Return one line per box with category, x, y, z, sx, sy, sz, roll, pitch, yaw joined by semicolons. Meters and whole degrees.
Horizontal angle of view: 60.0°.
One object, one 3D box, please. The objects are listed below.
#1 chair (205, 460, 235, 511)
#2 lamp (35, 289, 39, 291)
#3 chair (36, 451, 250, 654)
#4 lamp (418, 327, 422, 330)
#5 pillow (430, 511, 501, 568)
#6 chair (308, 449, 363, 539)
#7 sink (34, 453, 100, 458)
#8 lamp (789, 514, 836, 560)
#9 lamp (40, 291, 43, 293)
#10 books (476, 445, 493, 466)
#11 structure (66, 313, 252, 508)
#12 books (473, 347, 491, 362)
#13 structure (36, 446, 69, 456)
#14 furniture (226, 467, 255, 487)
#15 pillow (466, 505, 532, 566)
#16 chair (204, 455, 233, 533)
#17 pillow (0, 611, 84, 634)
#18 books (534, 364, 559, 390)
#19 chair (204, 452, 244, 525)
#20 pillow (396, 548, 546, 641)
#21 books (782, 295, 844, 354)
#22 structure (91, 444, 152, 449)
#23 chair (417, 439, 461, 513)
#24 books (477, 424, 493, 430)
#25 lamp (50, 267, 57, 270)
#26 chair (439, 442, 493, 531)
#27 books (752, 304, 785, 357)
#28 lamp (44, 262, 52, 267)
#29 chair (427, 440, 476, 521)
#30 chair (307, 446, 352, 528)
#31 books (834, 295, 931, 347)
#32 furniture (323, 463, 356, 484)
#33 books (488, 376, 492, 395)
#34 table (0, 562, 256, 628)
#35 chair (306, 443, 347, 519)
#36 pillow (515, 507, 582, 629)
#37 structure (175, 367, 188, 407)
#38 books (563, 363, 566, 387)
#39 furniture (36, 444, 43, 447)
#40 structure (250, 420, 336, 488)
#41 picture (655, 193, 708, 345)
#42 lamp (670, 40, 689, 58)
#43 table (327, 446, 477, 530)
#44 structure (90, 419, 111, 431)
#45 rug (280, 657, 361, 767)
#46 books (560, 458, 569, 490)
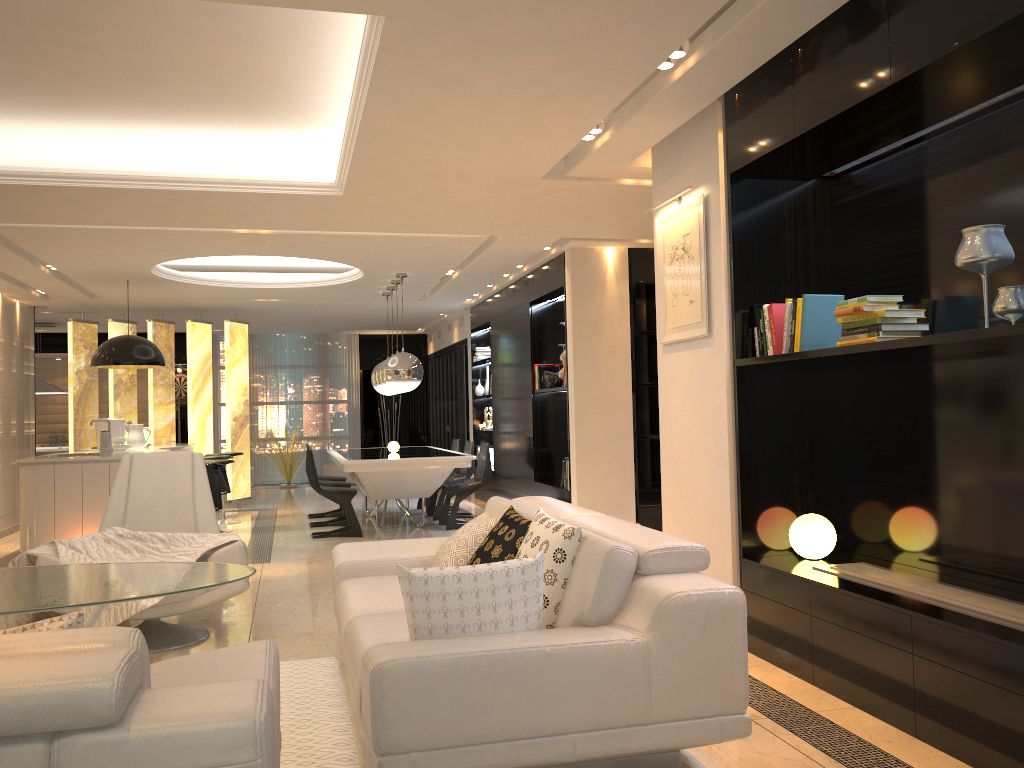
chair;-2.822;1.108;8.243;0.380;0.789;0.380;-2;-2;19
lamp;-5.318;-1.108;9.991;0.107;0.127;0.107;0;-2;-33
chair;-1.974;0.885;4.898;1.027;0.991;0.983;-1;-2;-15
lamp;-1.649;-1.026;15.720;0.107;0.127;0.107;0;-2;-33
pillow;-0.206;0.765;4.131;0.351;0.329;0.521;-1;-2;-14
chair;-1.744;1.062;8.734;0.496;0.858;0.523;-1;-2;-14
sink;-3.866;0.702;7.858;0.485;0.152;0.738;-1;-2;-14
lamp;1.426;0.723;4.209;0.212;0.214;0.213;-2;-2;25
lamp;-5.357;-1.102;10.150;0.107;0.127;0.107;-1;-2;-18
books;-0.370;0.983;12.144;0.210;0.270;0.236;-1;-2;-14
structure;-4.521;0.366;11.466;2.180;2.555;0.448;-1;-2;-14
books;-0.395;-0.403;12.128;0.259;0.188;0.302;-1;-2;-7
structure;-7.196;1.339;12.741;2.912;0.812;1.659;-1;-2;-14
furniture;-4.721;1.573;14.940;0.735;0.357;0.735;-1;-2;-12
pillow;-0.086;0.714;3.691;0.323;0.355;0.524;-1;-2;-14
chair;-3.104;1.144;9.206;0.380;0.789;0.380;0;-2;-31
pillow;-1.169;0.692;1.960;0.463;0.380;0.222;-1;-2;-10
books;0.361;-0.076;9.160;0.210;0.270;0.236;-1;-2;-14
chair;-3.268;1.173;10.024;0.380;0.789;0.380;-3;-2;44
pillow;-0.110;0.704;2.914;0.521;0.325;0.281;-1;-2;-5
books;1.358;-0.263;4.022;0.212;0.261;0.210;-1;-2;-14
structure;-4.427;0.700;10.086;0.502;0.026;0.811;-1;-2;-14
chair;-0.891;1.103;10.782;0.496;0.858;0.523;-1;-2;-14
books;-0.360;0.587;12.091;0.209;0.073;0.266;-1;-2;-11
lamp;-4.427;-1.173;8.588;0.107;0.127;0.107;0;-2;-33
chair;-0.488;1.044;9.177;0.496;0.858;0.523;-1;-2;-14
books;1.298;-0.259;4.245;0.208;0.270;0.240;-1;-2;-14
lamp;-4.387;-1.178;8.429;0.107;0.127;0.107;0;-2;-33
chair;-0.695;1.074;10.000;0.496;0.858;0.523;-1;-2;-14
chair;-1.954;1.093;9.575;0.496;0.858;0.523;-1;-2;-14
books;1.490;-0.250;3.596;0.260;0.197;0.296;-1;-2;-11
furniture;-2.881;1.538;15.308;0.735;0.357;0.735;0;-2;-42
books;-0.203;0.013;11.469;0.207;0.256;0.245;-1;-2;-15
table;-2.030;1.031;3.200;2.140;0.565;0.999;-1;-2;-15
chair;-2.161;1.123;10.398;0.496;0.858;0.523;-1;-2;-14
pillow;0.066;0.683;3.258;0.255;0.399;0.526;-1;-2;-14
structure;-5.662;0.052;15.152;0.669;0.669;0.048;-1;-2;-14
books;0.585;-0.093;8.266;0.189;0.238;0.290;-1;-2;-15
furniture;-8.717;1.447;14.927;1.312;0.810;1.107;-1;-2;-14
structure;-3.731;1.152;14.781;1.282;1.142;1.275;-3;-2;32
picture;0.919;-0.599;4.797;0.027;0.729;0.610;-1;-2;-14
lamp;0.696;-1.447;3.754;0.107;0.127;0.107;0;-2;-33
table;-1.309;1.130;9.741;1.293;0.759;3.031;-1;-2;-14
structure;-3.662;0.471;7.890;0.177;0.310;0.089;-1;-2;-14
rug;-2.049;1.326;3.194;2.900;0.020;1.661;-1;-2;-14
books;0.588;0.828;8.264;0.222;0.296;0.345;-1;-2;-14
